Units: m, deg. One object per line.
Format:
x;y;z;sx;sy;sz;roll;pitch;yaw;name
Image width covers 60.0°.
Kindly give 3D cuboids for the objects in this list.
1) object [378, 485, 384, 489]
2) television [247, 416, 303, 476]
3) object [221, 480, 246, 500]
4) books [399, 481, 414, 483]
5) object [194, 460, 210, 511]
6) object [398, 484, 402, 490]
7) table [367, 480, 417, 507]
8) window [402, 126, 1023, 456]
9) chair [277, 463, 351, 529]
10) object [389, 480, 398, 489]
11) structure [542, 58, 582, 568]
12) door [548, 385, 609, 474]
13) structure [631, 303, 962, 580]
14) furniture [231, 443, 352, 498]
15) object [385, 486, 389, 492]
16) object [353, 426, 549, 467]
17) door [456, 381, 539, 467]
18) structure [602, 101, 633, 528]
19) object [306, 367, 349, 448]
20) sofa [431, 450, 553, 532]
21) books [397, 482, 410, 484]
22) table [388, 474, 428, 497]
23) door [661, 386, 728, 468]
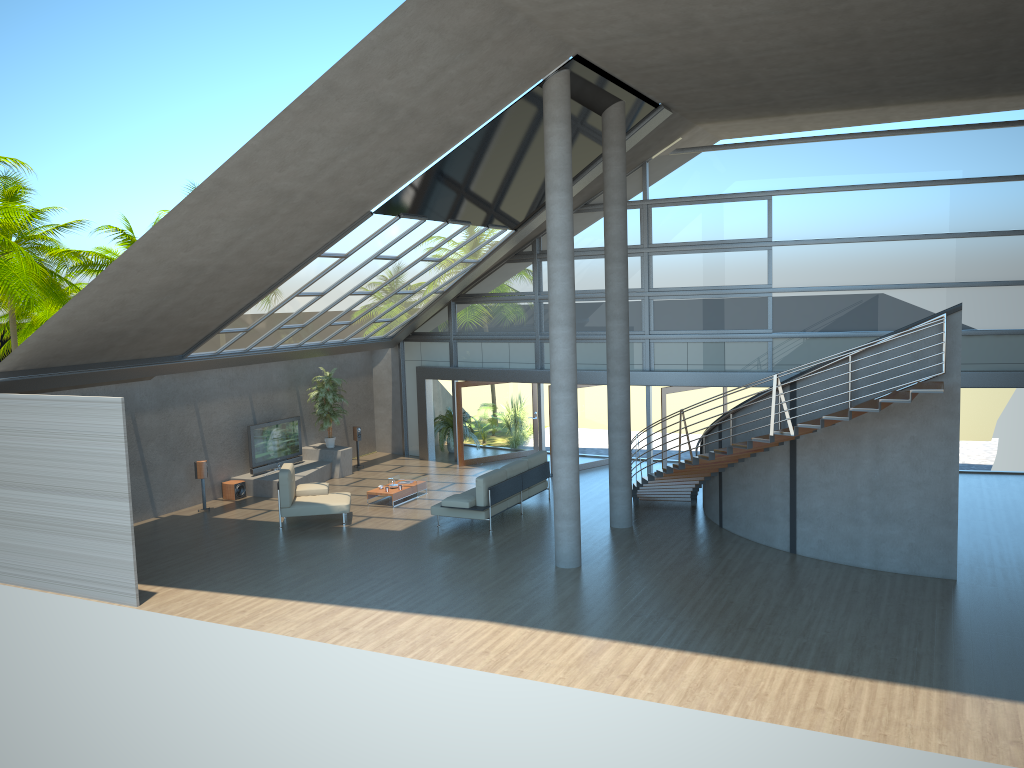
-2.545;1.996;17.240;0.102;0.086;0.100;2;7;30;object
-5.043;1.313;18.960;0.396;1.063;1.568;1;6;26;television
-5.661;2.147;17.985;0.425;0.323;0.362;1;6;26;object
-2.112;1.966;17.775;0.275;0.005;0.189;-1;6;9;books
-5.901;1.946;16.899;0.234;0.959;0.171;-3;6;-8;object
-2.153;1.988;17.126;0.085;0.101;0.070;-6;7;-36;object
-2.256;2.136;17.443;0.600;0.250;1.200;1;6;26;table
4.560;-1.343;18.107;16.616;6.630;1.098;1;6;24;window
-3.532;1.945;15.934;1.244;1.023;1.217;-3;6;-8;chair
-2.307;1.948;17.270;0.178;0.161;0.178;-4;6;-22;object
0.710;-0.924;12.530;0.381;7.125;0.382;1;6;26;structure
1.690;0.912;19.797;2.298;1.977;0.200;-7;7;-40;door
3.596;0.646;13.485;2.349;3.653;6.809;-4;6;-25;structure
-4.451;1.850;19.247;1.577;0.610;2.936;1;6;26;furniture
-2.397;2.011;16.971;0.085;0.101;0.070;1;6;25;object
-6.185;1.713;19.448;7.863;0.982;21.345;1;7;29;object
-0.319;0.841;21.117;2.298;1.977;0.200;-6;7;-35;door
1.733;-1.161;14.605;0.381;7.125;0.382;-4;6;-20;structure
-4.155;0.520;20.033;0.932;1.857;0.895;-3;6;-15;object
-0.322;1.875;16.150;1.166;0.947;3.079;1;6;26;sofa
-2.150;1.975;17.737;0.275;0.005;0.189;-1;6;7;books
-2.081;2.041;17.794;0.680;0.342;0.400;1;6;26;table
3.868;0.957;18.666;2.298;1.977;0.200;-7;8;-43;door
